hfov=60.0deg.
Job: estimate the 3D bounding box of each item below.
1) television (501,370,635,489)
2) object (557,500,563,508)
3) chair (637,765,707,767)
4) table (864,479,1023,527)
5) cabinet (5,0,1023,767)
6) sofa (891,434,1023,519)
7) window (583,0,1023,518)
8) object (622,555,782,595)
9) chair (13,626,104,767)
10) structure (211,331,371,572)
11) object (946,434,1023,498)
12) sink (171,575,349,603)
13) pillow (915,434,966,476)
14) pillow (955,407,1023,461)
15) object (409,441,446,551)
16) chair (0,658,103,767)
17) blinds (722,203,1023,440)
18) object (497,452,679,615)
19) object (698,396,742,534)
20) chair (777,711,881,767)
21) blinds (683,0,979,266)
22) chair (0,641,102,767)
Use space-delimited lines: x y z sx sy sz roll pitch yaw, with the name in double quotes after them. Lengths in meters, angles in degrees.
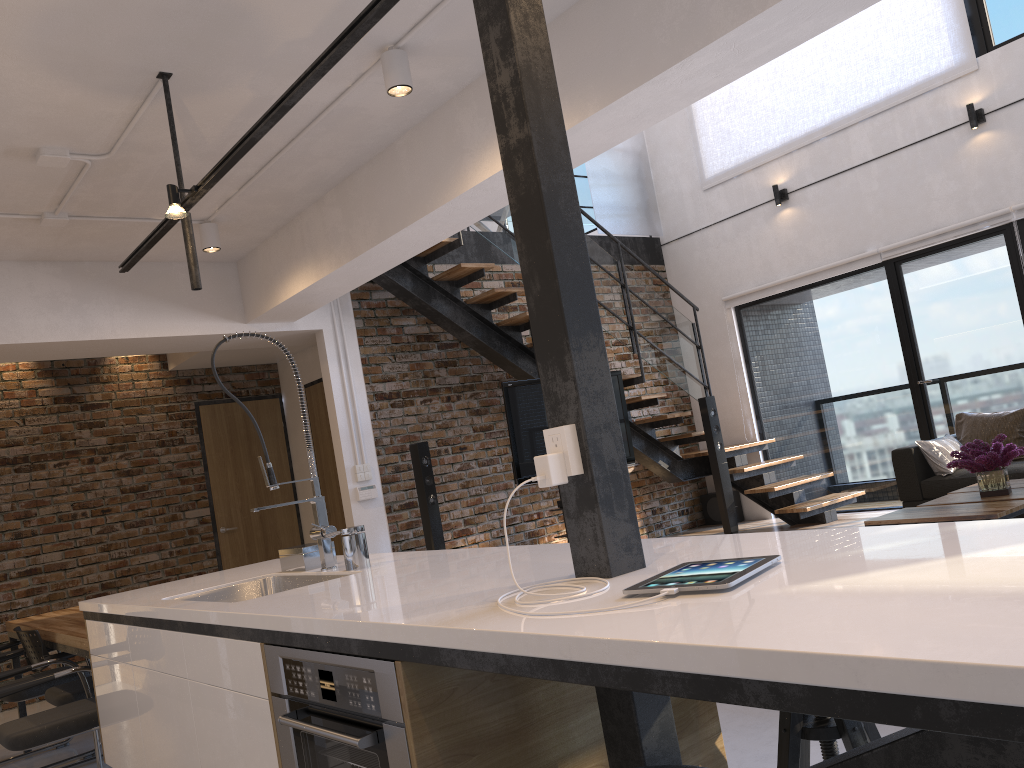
0.425 0.334 6.692 1.206 0.782 0.136 -6 -6 -39 "television"
0.561 0.862 6.619 0.360 0.058 0.275 -6 -6 -39 "object"
0.236 0.915 1.248 0.358 0.635 0.357 -12 -5 30 "chair"
2.490 0.744 4.536 1.297 0.350 0.698 -6 -6 -39 "table"
-1.492 0.205 2.608 2.471 2.868 9.133 -6 -6 -39 "cabinet"
3.176 0.454 4.597 2.996 0.699 3.050 -6 -6 -39 "sofa"
2.154 -1.550 5.600 5.658 5.561 13.424 -6 -6 -39 "window"
0.316 0.316 1.456 0.188 0.013 0.240 -14 -6 36 "object"
-2.100 1.531 4.362 0.540 0.767 0.520 -6 -6 -39 "chair"
-0.701 0.222 3.011 0.392 0.812 0.508 -10 -4 0 "structure"
2.457 0.400 4.559 0.374 0.342 0.342 -6 -6 -37 "object"
-0.780 0.742 2.773 0.406 0.203 0.707 -6 -6 -39 "sink"
2.994 0.481 6.075 0.498 0.265 0.212 -6 -6 -38 "pillow"
3.335 0.363 6.173 0.265 0.382 0.610 -6 -6 -39 "pillow"
-0.582 1.023 6.459 0.271 1.205 0.271 -14 -5 41 "object"
-1.933 1.440 3.654 0.540 0.767 0.520 -6 -6 -39 "chair"
3.819 -0.295 6.363 0.095 2.042 5.380 -7 -6 -39 "blinds"
0.076 0.243 1.517 0.214 0.246 0.418 -9 -5 -18 "object"
1.748 0.702 7.465 0.270 1.205 0.271 -7 -5 -34 "object"
0.716 0.897 1.947 0.367 0.629 0.366 -12 -5 26 "chair"
1.129 -2.567 7.875 10.218 2.972 1.995 -13 -5 29 "blinds"
-2.585 1.652 4.768 0.540 0.767 0.520 -6 -6 -44 "chair"
